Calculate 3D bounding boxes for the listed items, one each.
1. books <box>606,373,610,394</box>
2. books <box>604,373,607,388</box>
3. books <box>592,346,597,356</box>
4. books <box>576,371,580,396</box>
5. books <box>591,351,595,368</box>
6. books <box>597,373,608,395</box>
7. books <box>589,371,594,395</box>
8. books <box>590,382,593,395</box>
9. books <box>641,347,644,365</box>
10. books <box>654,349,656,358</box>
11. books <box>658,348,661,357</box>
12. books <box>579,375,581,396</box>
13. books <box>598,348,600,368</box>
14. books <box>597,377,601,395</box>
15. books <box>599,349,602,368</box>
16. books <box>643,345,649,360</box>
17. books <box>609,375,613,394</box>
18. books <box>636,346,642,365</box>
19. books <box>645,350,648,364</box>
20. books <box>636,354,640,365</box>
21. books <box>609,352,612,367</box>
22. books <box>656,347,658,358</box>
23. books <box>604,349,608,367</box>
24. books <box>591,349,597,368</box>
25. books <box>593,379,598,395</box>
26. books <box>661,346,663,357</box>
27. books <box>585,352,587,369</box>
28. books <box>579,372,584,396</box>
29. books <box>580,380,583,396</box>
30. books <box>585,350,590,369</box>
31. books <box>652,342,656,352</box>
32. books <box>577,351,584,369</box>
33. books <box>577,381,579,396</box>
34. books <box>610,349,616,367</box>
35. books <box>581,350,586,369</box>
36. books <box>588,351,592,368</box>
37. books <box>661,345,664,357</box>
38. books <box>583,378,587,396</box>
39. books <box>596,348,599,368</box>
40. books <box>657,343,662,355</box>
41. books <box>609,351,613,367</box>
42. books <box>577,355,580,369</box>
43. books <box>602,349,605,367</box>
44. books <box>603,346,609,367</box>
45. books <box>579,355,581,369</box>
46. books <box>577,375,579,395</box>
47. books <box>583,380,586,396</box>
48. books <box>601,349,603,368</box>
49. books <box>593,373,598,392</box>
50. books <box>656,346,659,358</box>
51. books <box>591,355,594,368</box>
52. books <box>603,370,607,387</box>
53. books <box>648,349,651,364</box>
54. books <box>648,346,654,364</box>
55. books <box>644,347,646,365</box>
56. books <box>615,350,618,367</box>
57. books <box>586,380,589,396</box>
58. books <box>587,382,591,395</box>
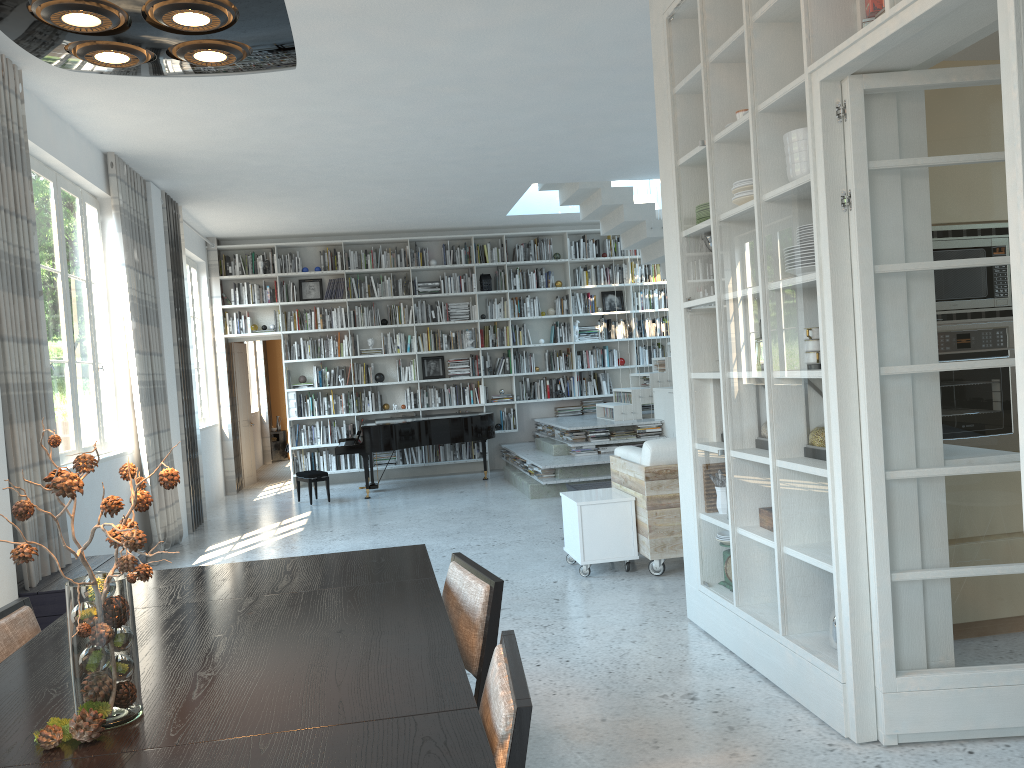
[{"bbox_3d":[1.294,-0.007,12.101,0.025,0.287,0.160,-4,2,-9],"label":"books"},{"bbox_3d":[1.262,-0.003,12.112,0.012,0.285,0.159,-4,2,-9],"label":"books"},{"bbox_3d":[1.128,-0.368,12.071,0.013,0.299,0.147,-4,2,-9],"label":"books"},{"bbox_3d":[0.890,-0.003,12.047,0.014,0.337,0.132,-4,2,-9],"label":"books"},{"bbox_3d":[1.090,-0.330,12.067,0.012,0.229,0.179,-4,2,-9],"label":"books"},{"bbox_3d":[1.223,-0.003,12.054,0.075,0.291,0.255,-4,2,-9],"label":"books"},{"bbox_3d":[1.080,-0.014,12.071,0.014,0.333,0.168,-4,2,-9],"label":"books"},{"bbox_3d":[1.066,0.061,12.073,0.024,0.185,0.149,-4,2,-9],"label":"books"},{"bbox_3d":[1.770,-0.382,12.173,0.037,0.236,0.153,-4,2,-9],"label":"books"},{"bbox_3d":[1.941,-0.376,12.210,0.027,0.201,0.164,-4,2,-9],"label":"books"},{"bbox_3d":[2.020,-0.384,12.204,0.021,0.205,0.174,-4,2,-9],"label":"books"},{"bbox_3d":[0.906,0.021,12.053,0.015,0.287,0.138,-4,2,-9],"label":"books"},{"bbox_3d":[1.163,-0.356,12.080,0.011,0.272,0.152,-4,2,-9],"label":"books"},{"bbox_3d":[1.166,0.027,12.089,0.031,0.239,0.171,-4,2,-9],"label":"books"},{"bbox_3d":[1.182,-0.345,12.086,0.026,0.246,0.165,-4,2,-9],"label":"books"},{"bbox_3d":[1.847,-0.403,12.199,0.024,0.267,0.133,-4,2,-9],"label":"books"},{"bbox_3d":[1.336,-0.003,12.117,0.062,0.274,0.148,-4,2,-9],"label":"books"},{"bbox_3d":[1.741,-0.388,12.160,0.024,0.252,0.175,-4,2,-9],"label":"books"},{"bbox_3d":[1.826,-0.368,12.178,0.029,0.201,0.172,-4,2,-9],"label":"books"},{"bbox_3d":[1.684,-0.395,12.166,0.085,0.278,0.159,-4,2,-9],"label":"books"},{"bbox_3d":[1.322,-0.332,12.097,0.030,0.201,0.189,-4,1,-9],"label":"books"},{"bbox_3d":[1.974,-0.394,12.209,0.014,0.230,0.172,-4,2,-9],"label":"books"},{"bbox_3d":[1.260,-0.349,12.079,0.023,0.244,0.189,-4,2,-9],"label":"books"},{"bbox_3d":[1.113,-0.344,12.047,0.028,0.255,0.191,-4,2,-9],"label":"books"},{"bbox_3d":[1.117,0.041,12.077,0.052,0.217,0.184,-4,2,-9],"label":"books"},{"bbox_3d":[2.044,-0.402,12.224,0.014,0.238,0.146,-4,2,-9],"label":"books"},{"bbox_3d":[0.985,-0.319,12.043,0.011,0.223,0.162,-4,2,-9],"label":"books"},{"bbox_3d":[0.948,-0.002,12.070,0.013,0.327,0.130,-4,2,-9],"label":"books"},{"bbox_3d":[0.930,0.056,12.069,0.033,0.213,0.140,-4,2,-9],"label":"books"},{"bbox_3d":[1.011,-0.333,12.041,0.045,0.246,0.185,-4,2,-9],"label":"books"},{"bbox_3d":[1.958,-0.426,12.211,0.013,0.297,0.141,-4,2,-9],"label":"books"},{"bbox_3d":[0.932,-0.326,12.036,0.047,0.244,0.177,-4,2,-9],"label":"books"},{"bbox_3d":[0.865,0.064,12.029,0.027,0.208,0.164,-4,2,-9],"label":"books"},{"bbox_3d":[1.383,-0.354,12.112,0.025,0.235,0.181,-4,2,-9],"label":"books"},{"bbox_3d":[0.965,-0.330,12.052,0.024,0.247,0.143,-4,2,-9],"label":"books"},{"bbox_3d":[1.044,-0.332,12.062,0.026,0.239,0.177,-4,2,-9],"label":"books"},{"bbox_3d":[2.065,-0.412,12.231,0.012,0.254,0.161,-4,2,-9],"label":"books"},{"bbox_3d":[0.991,0.037,12.056,0.015,0.243,0.156,-4,2,-9],"label":"books"},{"bbox_3d":[1.144,-0.350,12.056,0.012,0.262,0.186,-4,2,-9],"label":"books"},{"bbox_3d":[2.032,-0.425,12.214,0.011,0.285,0.161,-4,2,-9],"label":"books"},{"bbox_3d":[1.351,-0.343,12.117,0.037,0.219,0.139,-4,2,-9],"label":"books"},{"bbox_3d":[0.885,-0.294,12.034,0.023,0.186,0.159,-4,2,-9],"label":"books"},{"bbox_3d":[1.238,-0.353,12.101,0.012,0.254,0.161,-4,2,-9],"label":"books"},{"bbox_3d":[1.282,-0.374,12.086,0.026,0.290,0.181,-4,2,-9],"label":"books"},{"bbox_3d":[0.907,-0.294,12.035,0.022,0.184,0.162,-4,2,-9],"label":"books"},{"bbox_3d":[0.878,0.023,12.051,0.012,0.286,0.158,-4,2,-9],"label":"books"},{"bbox_3d":[0.972,0.053,12.064,0.023,0.214,0.163,-4,2,-9],"label":"books"},{"bbox_3d":[1.204,-0.348,12.070,0.014,0.249,0.177,-4,2,-9],"label":"books"},{"bbox_3d":[1.141,-0.004,12.103,0.010,0.304,0.131,-4,2,-9],"label":"books"},{"bbox_3d":[1.991,-0.401,12.227,0.027,0.242,0.131,-4,2,-9],"label":"books"},{"bbox_3d":[1.074,-0.305,12.055,0.027,0.182,0.186,-4,1,-9],"label":"books"},{"bbox_3d":[1.271,-0.025,12.119,0.012,0.326,0.136,-4,2,-9],"label":"books"},{"bbox_3d":[1.874,-0.375,12.197,0.025,0.208,0.149,-4,2,-9],"label":"books"},{"bbox_3d":[1.903,-0.397,12.175,0.027,0.248,0.184,-4,2,-9],"label":"books"},{"bbox_3d":[1.799,-0.387,12.178,0.022,0.242,0.151,-4,2,-9],"label":"books"},{"bbox_3d":[1.408,-0.350,12.118,0.027,0.223,0.170,-4,2,-9],"label":"books"},{"bbox_3d":[1.010,0.052,12.071,0.025,0.210,0.137,-4,2,-9],"label":"books"},{"bbox_3d":[1.037,0.061,12.076,0.030,0.188,0.140,-4,2,-9],"label":"books"}]
